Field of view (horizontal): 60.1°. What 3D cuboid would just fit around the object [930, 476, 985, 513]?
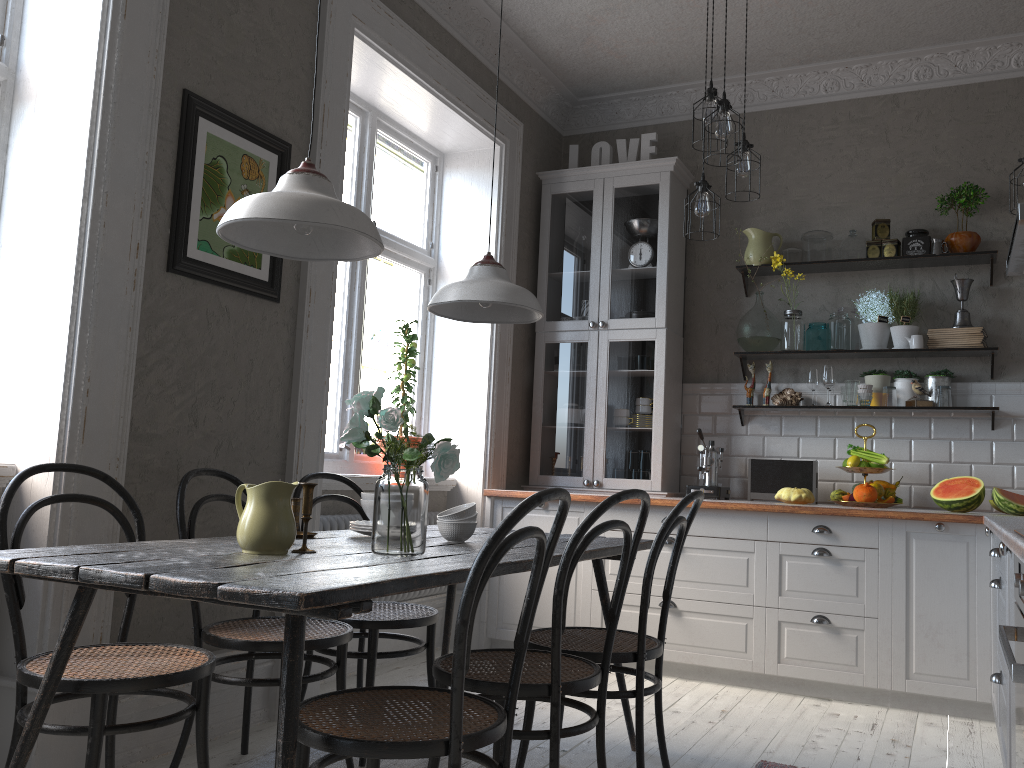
[{"bbox_3d":[2.087,0.517,4.150,0.222,0.174,0.231,8,-8,-42],"label":"object"}]

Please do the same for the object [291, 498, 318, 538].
[{"bbox_3d":[-0.640,0.392,2.605,0.139,0.112,0.140,2,-6,8],"label":"object"}]

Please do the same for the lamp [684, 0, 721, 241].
[{"bbox_3d":[0.862,-1.498,3.919,0.147,1.735,0.146,4,-6,-7],"label":"lamp"}]

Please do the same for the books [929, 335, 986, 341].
[{"bbox_3d":[2.295,-0.229,4.568,0.256,0.011,0.160,-1,-7,28],"label":"books"}]

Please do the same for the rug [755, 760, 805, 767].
[{"bbox_3d":[0.881,1.214,2.318,0.724,0.014,1.310,0,-7,26],"label":"rug"}]

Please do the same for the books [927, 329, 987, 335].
[{"bbox_3d":[2.297,-0.260,4.571,0.256,0.016,0.161,-2,-7,34],"label":"books"}]

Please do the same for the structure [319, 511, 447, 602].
[{"bbox_3d":[-0.618,0.829,4.211,0.146,0.428,1.242,0,-6,25],"label":"structure"}]

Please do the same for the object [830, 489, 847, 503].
[{"bbox_3d":[1.693,0.576,4.541,0.154,0.072,0.075,7,-7,-35],"label":"object"}]

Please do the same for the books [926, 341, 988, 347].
[{"bbox_3d":[2.293,-0.196,4.564,0.255,0.016,0.161,-2,-7,38],"label":"books"}]

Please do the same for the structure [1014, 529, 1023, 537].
[{"bbox_3d":[1.265,0.297,1.707,0.488,0.031,0.615,0,-7,26],"label":"structure"}]

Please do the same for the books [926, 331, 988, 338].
[{"bbox_3d":[2.296,-0.250,4.570,0.255,0.016,0.161,-2,-7,38],"label":"books"}]

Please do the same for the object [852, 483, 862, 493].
[{"bbox_3d":[1.808,0.548,4.551,0.157,0.076,0.077,7,-7,-38],"label":"object"}]

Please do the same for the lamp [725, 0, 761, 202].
[{"bbox_3d":[1.024,-1.657,3.860,0.145,1.735,0.148,1,-6,13],"label":"lamp"}]

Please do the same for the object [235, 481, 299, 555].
[{"bbox_3d":[-0.587,0.314,2.104,0.151,0.170,0.134,4,-6,-13],"label":"object"}]

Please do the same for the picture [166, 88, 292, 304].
[{"bbox_3d":[-0.977,-0.639,3.126,0.019,0.620,0.530,0,-7,27],"label":"picture"}]

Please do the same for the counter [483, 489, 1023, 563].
[{"bbox_3d":[0.898,0.480,3.320,3.109,0.039,3.446,0,-7,26],"label":"counter"}]

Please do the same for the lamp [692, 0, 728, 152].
[{"bbox_3d":[0.866,-1.854,3.783,0.145,1.735,0.148,1,-6,13],"label":"lamp"}]

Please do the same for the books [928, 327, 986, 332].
[{"bbox_3d":[2.297,-0.271,4.572,0.256,0.011,0.160,-1,-7,31],"label":"books"}]

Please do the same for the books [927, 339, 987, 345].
[{"bbox_3d":[2.294,-0.207,4.565,0.256,0.016,0.161,-2,-7,34],"label":"books"}]

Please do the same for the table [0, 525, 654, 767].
[{"bbox_3d":[-0.336,0.816,2.466,0.890,0.735,1.951,0,-7,26],"label":"table"}]

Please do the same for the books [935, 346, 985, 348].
[{"bbox_3d":[2.292,-0.174,4.562,0.256,0.011,0.160,-1,-7,28],"label":"books"}]

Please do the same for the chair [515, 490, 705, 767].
[{"bbox_3d":[0.296,0.775,2.705,0.541,0.921,0.444,0,-6,23],"label":"chair"}]

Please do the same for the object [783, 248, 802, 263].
[{"bbox_3d":[1.569,-0.700,4.964,0.101,0.111,0.105,0,-7,25],"label":"object"}]

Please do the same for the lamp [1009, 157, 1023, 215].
[{"bbox_3d":[2.250,-1.599,3.866,0.149,1.735,0.144,7,-7,-32],"label":"lamp"}]

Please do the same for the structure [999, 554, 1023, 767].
[{"bbox_3d":[1.268,0.658,1.654,0.608,0.623,0.632,0,-7,26],"label":"structure"}]

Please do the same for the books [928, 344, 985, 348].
[{"bbox_3d":[2.293,-0.185,4.563,0.256,0.011,0.160,-1,-7,31],"label":"books"}]

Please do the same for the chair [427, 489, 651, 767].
[{"bbox_3d":[0.061,0.720,2.276,0.538,0.921,0.446,-1,-7,33],"label":"chair"}]

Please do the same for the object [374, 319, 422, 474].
[{"bbox_3d":[-0.564,0.067,4.563,0.265,0.813,0.254,7,-7,-36],"label":"object"}]

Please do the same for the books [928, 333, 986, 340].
[{"bbox_3d":[2.296,-0.239,4.569,0.256,0.011,0.160,-1,-7,31],"label":"books"}]

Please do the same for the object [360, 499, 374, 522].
[{"bbox_3d":[-0.380,0.407,2.738,0.177,0.094,0.181,1,-6,17],"label":"object"}]

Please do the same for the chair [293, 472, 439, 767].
[{"bbox_3d":[-0.516,0.783,3.129,0.538,0.921,0.447,-2,-8,38],"label":"chair"}]

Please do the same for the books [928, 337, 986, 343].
[{"bbox_3d":[2.295,-0.217,4.567,0.256,0.011,0.160,-1,-7,31],"label":"books"}]

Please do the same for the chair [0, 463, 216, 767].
[{"bbox_3d":[-1.000,0.665,2.193,0.538,0.921,0.446,-1,-7,33],"label":"chair"}]

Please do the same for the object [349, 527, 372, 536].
[{"bbox_3d":[-0.382,0.460,2.733,0.232,0.027,0.242,-3,-8,43],"label":"object"}]

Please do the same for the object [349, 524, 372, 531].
[{"bbox_3d":[-0.382,0.451,2.734,0.238,0.027,0.236,3,-6,-6],"label":"object"}]

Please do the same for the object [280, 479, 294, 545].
[{"bbox_3d":[-0.616,0.335,2.330,0.095,0.172,0.096,2,-6,7],"label":"object"}]

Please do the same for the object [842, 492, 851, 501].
[{"bbox_3d":[1.712,0.575,4.491,0.090,0.057,0.084,6,-7,-32],"label":"object"}]

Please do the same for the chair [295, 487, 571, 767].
[{"bbox_3d":[-0.177,0.660,1.791,0.541,0.921,0.444,0,-6,23],"label":"chair"}]

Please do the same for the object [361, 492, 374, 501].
[{"bbox_3d":[-0.379,0.387,2.740,0.177,0.094,0.181,1,-6,17],"label":"object"}]

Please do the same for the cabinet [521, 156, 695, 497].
[{"bbox_3d":[0.576,-0.297,5.217,0.865,1.921,0.394,0,-7,25],"label":"cabinet"}]

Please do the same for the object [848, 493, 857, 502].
[{"bbox_3d":[1.732,0.586,4.498,0.069,0.076,0.230,2,-6,9],"label":"object"}]

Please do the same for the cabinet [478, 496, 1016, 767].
[{"bbox_3d":[1.347,0.903,3.222,2.013,0.854,4.141,4,-6,-17],"label":"cabinet"}]

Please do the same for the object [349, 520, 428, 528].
[{"bbox_3d":[-0.381,0.443,2.734,0.242,0.027,0.232,8,-8,-41],"label":"object"}]

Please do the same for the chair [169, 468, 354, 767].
[{"bbox_3d":[-0.752,0.728,2.697,0.541,0.921,0.444,0,-6,23],"label":"chair"}]

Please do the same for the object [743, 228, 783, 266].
[{"bbox_3d":[1.403,-0.759,4.984,0.187,0.216,0.177,-2,-8,39],"label":"object"}]

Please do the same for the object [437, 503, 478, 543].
[{"bbox_3d":[-0.167,0.418,2.686,0.122,0.119,0.130,-3,-8,41],"label":"object"}]

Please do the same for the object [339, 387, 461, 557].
[{"bbox_3d":[-0.275,0.215,2.202,0.307,0.414,0.255,0,-7,24],"label":"object"}]

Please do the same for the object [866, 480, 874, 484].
[{"bbox_3d":[1.833,0.536,4.532,0.084,0.093,0.088,0,-6,22],"label":"object"}]

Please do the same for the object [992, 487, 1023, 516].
[{"bbox_3d":[2.293,0.534,3.995,0.223,0.127,0.149,2,-6,8],"label":"object"}]

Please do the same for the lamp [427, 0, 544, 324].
[{"bbox_3d":[-0.041,-1.147,2.975,0.372,1.859,0.387,-1,-7,33],"label":"lamp"}]

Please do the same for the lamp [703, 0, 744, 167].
[{"bbox_3d":[0.874,-1.743,3.586,0.148,1.735,0.145,5,-6,-17],"label":"lamp"}]

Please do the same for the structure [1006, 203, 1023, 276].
[{"bbox_3d":[1.950,-1.215,2.760,0.701,1.596,0.723,0,-7,26],"label":"structure"}]

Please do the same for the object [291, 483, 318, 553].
[{"bbox_3d":[-0.500,0.325,2.156,0.058,0.167,0.060,-2,-8,39],"label":"object"}]

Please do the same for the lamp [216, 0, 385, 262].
[{"bbox_3d":[-0.446,-1.248,2.168,0.386,1.859,0.373,6,-7,-26],"label":"lamp"}]

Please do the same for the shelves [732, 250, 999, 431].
[{"bbox_3d":[1.871,-0.195,4.754,1.295,0.923,0.232,0,-7,25],"label":"shelves"}]

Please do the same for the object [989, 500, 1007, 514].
[{"bbox_3d":[2.396,0.594,4.245,0.195,0.067,0.105,-1,-7,32],"label":"object"}]
